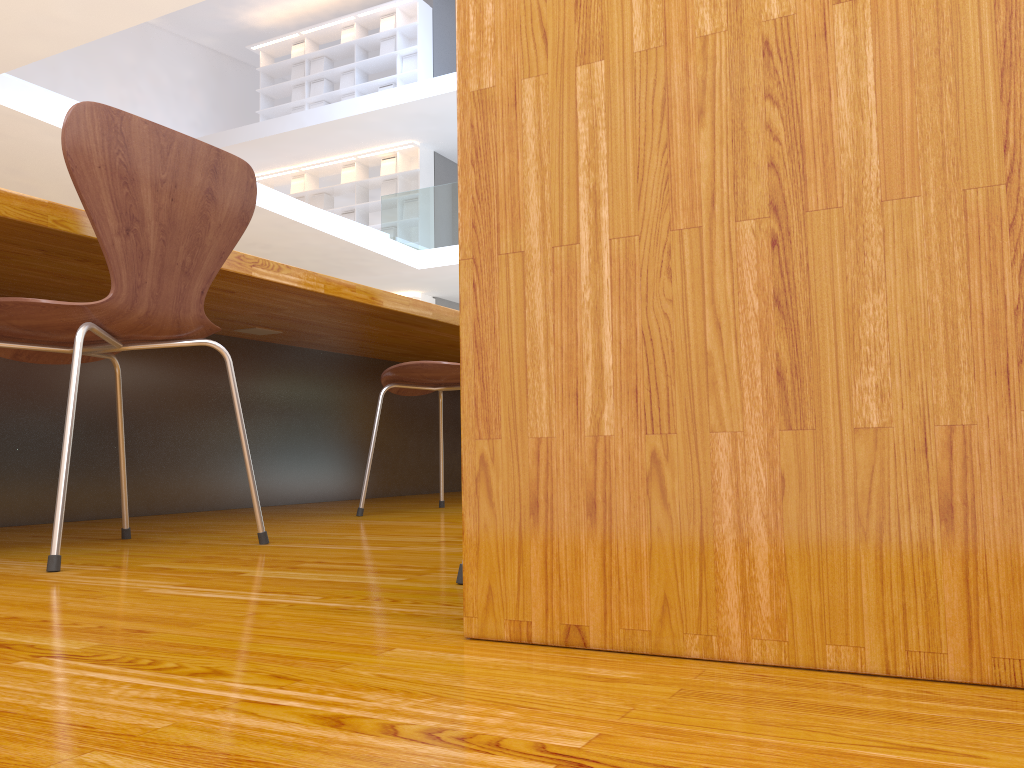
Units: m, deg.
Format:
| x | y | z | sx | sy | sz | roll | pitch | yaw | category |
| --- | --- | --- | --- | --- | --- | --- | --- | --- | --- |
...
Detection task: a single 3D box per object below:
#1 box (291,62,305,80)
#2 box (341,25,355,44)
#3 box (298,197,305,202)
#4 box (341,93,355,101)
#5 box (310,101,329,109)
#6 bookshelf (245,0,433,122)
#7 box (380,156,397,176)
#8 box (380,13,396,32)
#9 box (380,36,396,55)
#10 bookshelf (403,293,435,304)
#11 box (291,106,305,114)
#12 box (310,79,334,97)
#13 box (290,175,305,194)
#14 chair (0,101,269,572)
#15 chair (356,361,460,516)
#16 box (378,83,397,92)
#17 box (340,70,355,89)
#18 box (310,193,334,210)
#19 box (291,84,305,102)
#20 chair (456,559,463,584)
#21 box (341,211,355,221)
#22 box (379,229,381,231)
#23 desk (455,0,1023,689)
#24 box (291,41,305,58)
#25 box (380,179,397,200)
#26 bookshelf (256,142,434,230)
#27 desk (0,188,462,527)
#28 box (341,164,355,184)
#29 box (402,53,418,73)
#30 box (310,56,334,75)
| x | y | z | sx | sy | sz | roll | pitch | yaw | category |
| --- | --- | --- | --- | --- | --- | --- | --- | --- | --- |
| -3.091 | -4.539 | 13.050 | 0.245 | 0.296 | 0.274 | -4 | -5 | 28 | box |
| -2.282 | -4.918 | 12.649 | 0.245 | 0.296 | 0.274 | -4 | -5 | 28 | box |
| -3.055 | -2.531 | 12.880 | 0.245 | 0.296 | 0.274 | -4 | -5 | 28 | box |
| -2.271 | -3.934 | 12.571 | 0.245 | 0.296 | 0.274 | -4 | -5 | 28 | box |
| -2.771 | -3.903 | 12.833 | 0.245 | 0.296 | 0.274 | -4 | -5 | 28 | box |
| -2.520 | -4.238 | 12.648 | 2.984 | 1.836 | 0.498 | -4 | -5 | 28 | bookshelf |
| -1.646 | -2.946 | 12.167 | 0.245 | 0.296 | 0.274 | -4 | -5 | 28 | box |
| -1.681 | -4.953 | 12.337 | 0.245 | 0.296 | 0.274 | -4 | -5 | 28 | box |
| -1.677 | -4.627 | 12.310 | 0.245 | 0.296 | 0.274 | -4 | -5 | 28 | box |
| -2.449 | -0.191 | 12.306 | 2.984 | 1.836 | 0.498 | -4 | -5 | 28 | bookshelf |
| -3.088 | -3.883 | 12.999 | 0.245 | 0.296 | 0.274 | -4 | -5 | 28 | box |
| -2.765 | -4.231 | 12.855 | 0.245 | 0.296 | 0.274 | -4 | -5 | 28 | box |
| -3.061 | -2.858 | 12.908 | 0.245 | 0.296 | 0.274 | -4 | -5 | 28 | box |
| -0.705 | -0.061 | 1.523 | 0.381 | 0.693 | 0.428 | -4 | -5 | 28 | chair |
| -0.156 | 0.011 | 2.481 | 0.381 | 0.693 | 0.428 | -4 | -5 | 28 | chair |
| -1.700 | -3.969 | 12.272 | 0.245 | 0.296 | 0.274 | -4 | -5 | 28 | box |
| -2.289 | -4.261 | 12.606 | 0.245 | 0.296 | 0.274 | -4 | -5 | 28 | box |
| -2.735 | -2.550 | 12.713 | 0.245 | 0.296 | 0.274 | -4 | -5 | 28 | box |
| -3.076 | -4.212 | 13.018 | 0.245 | 0.296 | 0.274 | -4 | -5 | 28 | box |
| 0.192 | -0.107 | 1.164 | 0.381 | 0.693 | 0.428 | -4 | -5 | 28 | chair |
| -2.253 | -2.253 | 12.436 | 0.245 | 0.296 | 0.274 | -4 | -5 | 28 | box |
| -1.664 | -1.962 | 12.102 | 0.245 | 0.296 | 0.274 | -4 | -5 | 28 | box |
| 0.993 | -0.017 | 1.896 | 0.760 | 0.606 | 3.356 | -4 | -5 | 28 | desk |
| -3.096 | -4.866 | 13.078 | 0.245 | 0.296 | 0.274 | -4 | -5 | 28 | box |
| -1.641 | -2.619 | 12.140 | 0.245 | 0.296 | 0.274 | -4 | -5 | 28 | box |
| -2.485 | -2.231 | 12.478 | 2.984 | 1.836 | 0.498 | -4 | -5 | 28 | bookshelf |
| -0.840 | 0.296 | 2.743 | 1.248 | 1.022 | 3.216 | -4 | -5 | 28 | desk |
| -2.247 | -2.910 | 12.479 | 0.245 | 0.296 | 0.274 | -4 | -5 | 28 | box |
| -1.339 | -4.320 | 12.108 | 0.245 | 0.296 | 0.274 | -4 | -5 | 28 | box |
| -2.770 | -4.558 | 12.883 | 0.245 | 0.296 | 0.274 | -4 | -5 | 28 | box |
